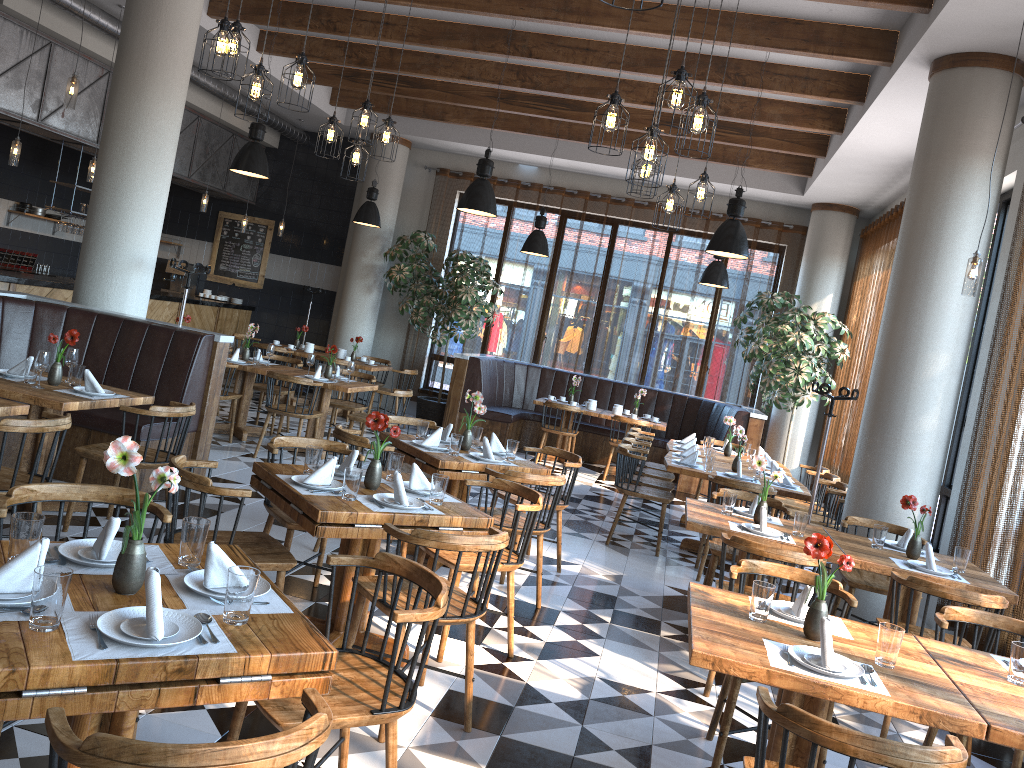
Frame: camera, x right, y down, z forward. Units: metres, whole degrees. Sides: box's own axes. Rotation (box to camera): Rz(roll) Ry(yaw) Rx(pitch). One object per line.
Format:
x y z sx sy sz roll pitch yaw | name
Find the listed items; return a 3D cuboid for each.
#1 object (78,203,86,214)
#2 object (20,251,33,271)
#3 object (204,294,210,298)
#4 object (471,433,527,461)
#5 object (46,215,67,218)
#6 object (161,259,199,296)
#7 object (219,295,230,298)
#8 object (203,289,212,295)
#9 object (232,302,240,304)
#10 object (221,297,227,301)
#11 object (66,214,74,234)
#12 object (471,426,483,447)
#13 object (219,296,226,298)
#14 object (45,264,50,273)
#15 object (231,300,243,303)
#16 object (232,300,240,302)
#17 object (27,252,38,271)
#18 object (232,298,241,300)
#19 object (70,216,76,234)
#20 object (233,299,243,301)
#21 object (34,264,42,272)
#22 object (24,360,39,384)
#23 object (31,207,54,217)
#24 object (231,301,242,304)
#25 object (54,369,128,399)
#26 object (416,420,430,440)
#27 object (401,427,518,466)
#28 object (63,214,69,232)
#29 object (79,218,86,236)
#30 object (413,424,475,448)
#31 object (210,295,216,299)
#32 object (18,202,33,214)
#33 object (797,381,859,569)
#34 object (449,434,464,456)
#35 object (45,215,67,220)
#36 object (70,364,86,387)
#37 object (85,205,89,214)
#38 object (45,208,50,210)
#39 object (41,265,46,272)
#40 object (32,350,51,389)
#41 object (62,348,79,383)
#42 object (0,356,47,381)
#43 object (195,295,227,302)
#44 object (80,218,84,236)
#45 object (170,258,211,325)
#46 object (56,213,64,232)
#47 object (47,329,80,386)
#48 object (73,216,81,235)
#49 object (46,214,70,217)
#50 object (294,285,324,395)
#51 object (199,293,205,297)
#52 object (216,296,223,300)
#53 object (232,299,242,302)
-5.242 -2.139 10.811 0.080 0.132 0.079 13 2 41 | object
-7.157 -1.808 12.989 0.189 0.258 0.070 11 1 3 | object
-4.732 -1.360 13.773 0.080 0.066 0.098 12 3 23 | object
-0.091 0.404 6.033 0.271 0.137 0.353 9 4 -34 | object
-6.938 -2.554 13.522 0.244 0.084 0.346 14 4 41 | object
-5.331 -1.686 14.140 0.356 0.569 0.550 11 2 10 | object
-4.586 -1.389 14.116 0.175 0.016 0.176 7 5 -44 | object
-4.862 -1.439 14.129 0.129 0.128 0.130 9 3 -34 | object
-4.376 -1.284 14.074 0.175 0.016 0.176 7 5 -44 | object
-4.523 -1.324 13.843 0.080 0.066 0.098 12 3 23 | object
-5.223 -1.893 10.482 0.081 0.215 0.081 11 2 2 | object
-0.251 0.366 6.182 0.080 0.132 0.080 10 2 -14 | object
-4.588 -1.379 14.116 0.175 0.016 0.176 7 5 -44 | object
-7.096 -1.768 13.522 0.093 0.136 0.047 10 2 -14 | object
-4.372 -1.304 14.074 0.175 0.016 0.176 7 5 -44 | object
-4.370 -1.314 14.073 0.175 0.016 0.176 7 5 -44 | object
-7.135 -1.811 13.110 0.189 0.258 0.070 11 1 13 | object
-4.364 -1.344 14.073 0.175 0.016 0.176 7 5 -44 | object
-5.307 -1.925 10.740 0.081 0.215 0.081 11 2 2 | object
-4.366 -1.334 14.073 0.175 0.016 0.176 7 5 -44 | object
-7.130 -1.763 13.340 0.094 0.136 0.047 11 1 6 | object
-2.828 -0.068 5.214 0.080 0.132 0.080 11 2 11 | object
-6.968 -2.563 13.177 0.347 0.153 0.201 9 3 -26 | object
-4.374 -1.294 14.074 0.175 0.016 0.176 7 5 -44 | object
-2.486 -0.009 5.281 0.272 0.137 0.352 11 3 11 | object
-0.603 0.315 5.924 0.080 0.132 0.080 10 2 -24 | object
-0.333 0.378 5.723 0.580 0.137 0.580 9 4 -34 | object
-5.329 -1.922 10.624 0.081 0.215 0.081 11 2 2 | object
-5.179 -1.899 10.715 0.081 0.215 0.081 11 2 2 | object
-0.457 0.329 6.101 0.351 0.137 0.273 9 4 -34 | object
-4.638 -1.341 13.755 0.080 0.066 0.098 12 3 23 | object
-7.085 -2.565 12.901 0.191 0.148 0.193 12 3 24 | object
2.142 0.821 6.304 0.374 1.657 0.375 11 1 -7 | object
-0.356 0.385 5.575 0.080 0.132 0.080 10 2 -24 | object
-6.977 -2.539 13.537 0.244 0.059 0.350 11 4 6 | object
-2.663 -0.050 5.422 0.080 0.132 0.080 11 2 -4 | object
-5.220 -2.142 10.927 0.080 0.132 0.079 13 2 41 | object
-6.969 -2.585 13.156 0.293 0.172 0.065 9 2 -29 | object
-7.113 -1.765 13.432 0.094 0.136 0.046 11 2 12 | object
-2.718 -0.083 5.118 0.081 0.215 0.081 11 2 19 | object
-2.751 -0.116 5.522 0.081 0.215 0.081 10 2 -20 | object
-2.991 -0.113 5.388 0.272 0.137 0.352 11 3 11 | object
-4.683 -1.328 13.809 0.437 0.018 0.273 12 4 11 | object
-5.285 -1.928 10.857 0.081 0.215 0.081 11 2 2 | object
-2.810 -0.202 7.357 0.374 1.657 0.375 11 1 -12 | object
-5.351 -1.919 10.507 0.081 0.215 0.081 11 2 2 | object
-2.685 -0.160 5.298 0.171 0.355 0.156 11 2 13 | object
-5.201 -1.896 10.599 0.081 0.215 0.081 11 2 2 | object
-6.965 -2.572 13.535 0.243 0.070 0.349 11 4 4 | object
-3.188 -0.672 13.575 0.376 1.657 0.373 12 2 33 | object
-4.826 -1.379 13.791 0.080 0.066 0.098 12 3 23 | object
-4.543 -1.321 13.736 0.080 0.066 0.098 12 3 23 | object
-4.368 -1.324 14.073 0.175 0.016 0.176 7 5 -44 | object
